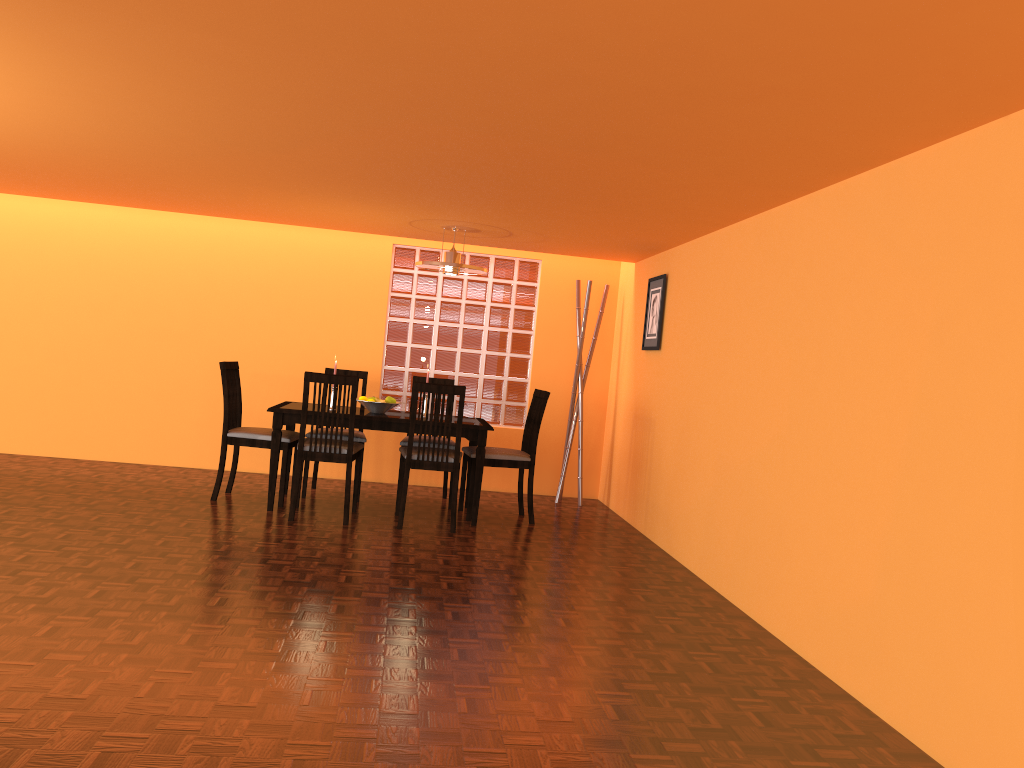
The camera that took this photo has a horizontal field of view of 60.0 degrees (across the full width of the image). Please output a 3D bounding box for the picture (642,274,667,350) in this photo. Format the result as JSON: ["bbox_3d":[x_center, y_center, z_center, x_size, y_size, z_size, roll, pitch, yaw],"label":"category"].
[{"bbox_3d":[0.874,-0.435,5.463,0.014,0.456,0.361,5,1,-7],"label":"picture"}]

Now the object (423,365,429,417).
[{"bbox_3d":[-0.513,0.035,5.330,0.044,0.326,0.044,5,1,-18],"label":"object"}]

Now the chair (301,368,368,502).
[{"bbox_3d":[-1.106,0.314,5.671,0.373,0.809,0.465,5,1,-7],"label":"chair"}]

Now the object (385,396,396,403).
[{"bbox_3d":[-0.727,0.107,5.308,0.069,0.066,0.069,5,1,3],"label":"object"}]

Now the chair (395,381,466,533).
[{"bbox_3d":[-0.448,0.393,4.979,0.373,0.809,0.465,5,1,-7],"label":"chair"}]

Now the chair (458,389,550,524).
[{"bbox_3d":[-0.051,0.421,5.402,0.465,0.809,0.373,5,1,-12],"label":"chair"}]

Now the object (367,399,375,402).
[{"bbox_3d":[-0.833,0.111,5.227,0.046,0.046,0.055,4,2,-44],"label":"object"}]

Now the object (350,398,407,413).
[{"bbox_3d":[-0.802,0.136,5.297,0.337,0.072,0.337,4,2,-41],"label":"object"}]

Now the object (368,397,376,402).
[{"bbox_3d":[-0.831,0.117,5.324,0.087,0.076,0.089,5,1,-1],"label":"object"}]

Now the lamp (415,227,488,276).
[{"bbox_3d":[-0.353,-0.792,5.304,0.435,0.274,0.435,6,1,15],"label":"lamp"}]

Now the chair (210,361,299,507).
[{"bbox_3d":[-1.499,0.287,5.237,0.465,0.809,0.373,5,1,-2],"label":"chair"}]

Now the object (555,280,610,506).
[{"bbox_3d":[0.480,0.062,6.254,0.226,1.589,0.308,6,1,15],"label":"object"}]

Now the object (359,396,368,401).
[{"bbox_3d":[-0.879,0.095,5.244,0.055,0.046,0.046,5,2,-24],"label":"object"}]

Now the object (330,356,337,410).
[{"bbox_3d":[-1.039,-0.012,5.182,0.044,0.326,0.044,5,1,-18],"label":"object"}]

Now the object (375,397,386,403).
[{"bbox_3d":[-0.773,0.117,5.242,0.066,0.070,0.055,5,2,-25],"label":"object"}]

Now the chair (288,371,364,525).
[{"bbox_3d":[-1.019,0.341,4.911,0.373,0.809,0.465,5,1,-7],"label":"chair"}]

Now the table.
[{"bbox_3d":[-0.791,0.466,5.297,1.259,0.584,0.697,5,1,-7],"label":"table"}]

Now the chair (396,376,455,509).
[{"bbox_3d":[-0.535,0.366,5.740,0.373,0.809,0.465,5,1,-7],"label":"chair"}]
